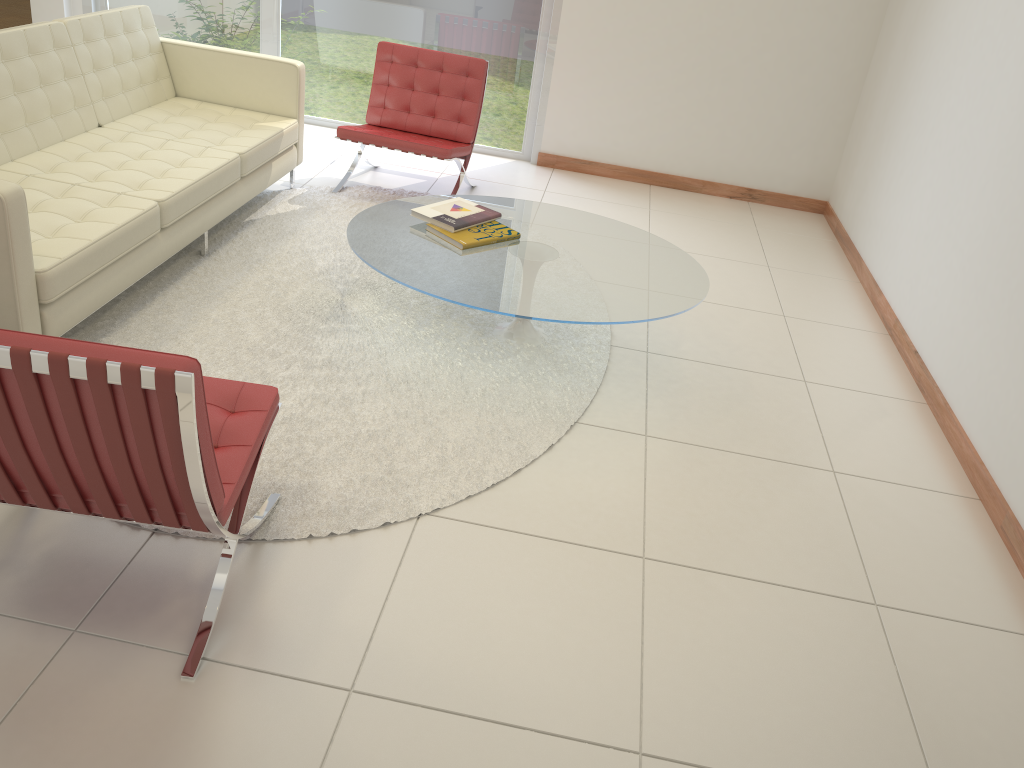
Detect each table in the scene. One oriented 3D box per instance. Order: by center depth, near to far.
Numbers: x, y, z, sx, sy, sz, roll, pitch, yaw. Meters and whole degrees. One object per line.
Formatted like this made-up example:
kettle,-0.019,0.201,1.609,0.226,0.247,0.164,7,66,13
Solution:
table,0.044,-0.397,3.840,1.538,0.395,1.352,10,29,3

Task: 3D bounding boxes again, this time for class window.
window,-1.305,-3.090,5.972,3.435,2.651,0.124,11,27,4

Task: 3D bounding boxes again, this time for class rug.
rug,-0.765,-0.378,3.996,2.445,0.004,3.405,11,29,5

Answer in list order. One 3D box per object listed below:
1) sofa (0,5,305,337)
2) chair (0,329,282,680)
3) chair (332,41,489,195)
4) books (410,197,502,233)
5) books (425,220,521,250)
sofa,-1.845,-1.040,3.959,1.001,0.901,2.625,11,29,4
chair,-1.022,0.125,2.218,0.700,0.798,0.723,8,28,-1
chair,-0.598,-1.559,5.334,0.701,0.798,0.722,13,28,8
books,-0.245,-0.748,3.903,0.258,0.026,0.328,26,34,29
books,-0.166,-0.656,3.813,0.326,0.026,0.259,-18,39,-39
